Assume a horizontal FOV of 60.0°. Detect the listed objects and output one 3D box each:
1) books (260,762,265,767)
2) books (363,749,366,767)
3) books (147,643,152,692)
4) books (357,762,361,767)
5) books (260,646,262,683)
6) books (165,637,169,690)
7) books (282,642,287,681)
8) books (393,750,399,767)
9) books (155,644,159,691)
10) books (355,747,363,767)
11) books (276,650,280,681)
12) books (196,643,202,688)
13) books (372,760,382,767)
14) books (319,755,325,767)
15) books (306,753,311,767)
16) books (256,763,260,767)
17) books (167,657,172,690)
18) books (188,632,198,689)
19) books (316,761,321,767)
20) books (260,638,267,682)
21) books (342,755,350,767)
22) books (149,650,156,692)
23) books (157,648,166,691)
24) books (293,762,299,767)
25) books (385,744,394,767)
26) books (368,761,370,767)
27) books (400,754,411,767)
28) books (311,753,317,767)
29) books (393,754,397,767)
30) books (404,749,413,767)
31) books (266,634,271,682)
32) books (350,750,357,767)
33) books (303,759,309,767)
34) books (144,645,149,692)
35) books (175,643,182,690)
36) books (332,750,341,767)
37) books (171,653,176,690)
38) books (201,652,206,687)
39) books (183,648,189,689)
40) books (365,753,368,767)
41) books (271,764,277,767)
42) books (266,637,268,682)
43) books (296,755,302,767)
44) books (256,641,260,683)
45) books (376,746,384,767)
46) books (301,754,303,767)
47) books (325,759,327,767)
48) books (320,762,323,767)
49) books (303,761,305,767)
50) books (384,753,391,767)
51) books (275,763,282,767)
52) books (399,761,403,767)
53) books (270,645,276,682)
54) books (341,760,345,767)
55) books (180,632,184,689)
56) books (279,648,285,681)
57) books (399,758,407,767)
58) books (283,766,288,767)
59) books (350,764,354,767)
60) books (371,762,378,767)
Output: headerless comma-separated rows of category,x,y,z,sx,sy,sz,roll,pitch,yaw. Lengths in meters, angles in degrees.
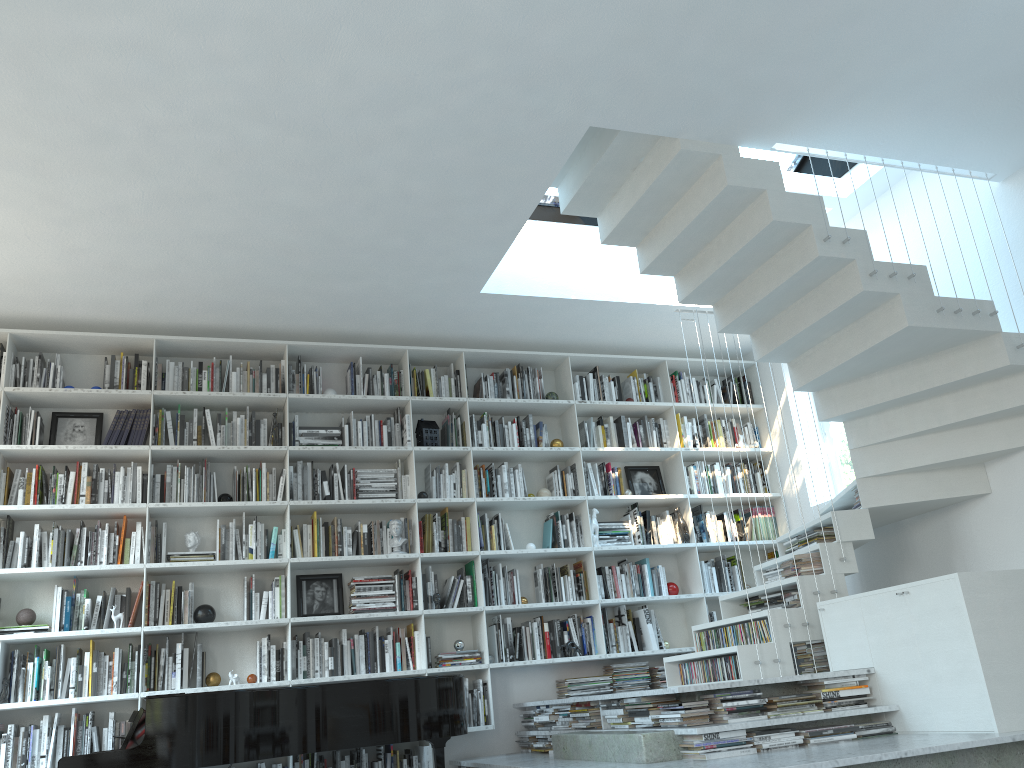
books,-1.469,2.399,5.282,0.073,0.274,0.181,1,-21,-20
books,-0.924,2.406,5.470,0.014,0.287,0.185,1,-21,-20
books,-2.166,1.700,5.296,0.013,0.282,0.147,1,-21,-20
books,-0.953,2.443,5.453,0.022,0.212,0.167,1,-21,-20
books,-1.568,1.750,5.514,0.015,0.224,0.148,1,-21,-20
books,-2.074,1.688,5.330,0.014,0.312,0.166,1,-21,-20
books,-1.432,1.753,5.582,0.019,0.241,0.108,1,-21,-20
books,-0.724,2.426,5.537,0.011,0.257,0.172,1,-21,-20
books,-2.121,1.703,5.299,0.012,0.271,0.182,1,-21,-20
books,-0.939,2.383,5.471,0.014,0.334,0.183,1,-21,-20
books,-1.471,1.769,5.546,0.031,0.194,0.142,1,-21,-20
books,-1.897,1.716,5.380,0.027,0.260,0.164,1,-21,-20
books,-0.830,2.444,5.486,0.029,0.209,0.171,1,-21,-20
books,-1.157,2.412,5.406,0.012,0.275,0.155,1,-21,-20
books,-1.231,2.377,5.378,0.012,0.336,0.144,1,-21,-20
books,-1.505,2.394,5.256,0.012,0.273,0.181,1,-21,-20
books,-2.052,1.745,5.321,0.024,0.195,0.157,1,-21,-20
books,-1.937,1.684,5.380,0.050,0.327,0.167,1,-21,-20
books,-1.183,2.425,5.390,0.022,0.246,0.144,1,-21,-20
books,-1.544,1.724,5.512,0.027,0.268,0.159,1,-21,-20
books,-1.018,2.423,5.449,0.028,0.260,0.133,1,-21,-20
books,-2.142,1.720,5.293,0.030,0.238,0.157,1,-21,-20
books,-2.098,1.718,5.311,0.042,0.247,0.163,1,-21,-20
books,-1.300,2.410,5.329,0.026,0.255,0.184,1,-21,-20
books,-0.762,2.395,5.525,0.013,0.316,0.187,1,-21,-20
books,-0.881,2.452,5.496,0.040,0.211,0.129,1,-21,-20
books,-0.665,2.447,5.564,0.028,0.227,0.162,1,-21,-20
books,-1.209,2.391,5.382,0.034,0.310,0.170,1,-21,-20
books,-0.746,2.440,5.540,0.028,0.238,0.140,1,-21,-20
books,-0.644,2.431,5.568,0.013,0.255,0.177,1,-21,-20
books,-1.520,1.718,5.535,0.014,0.289,0.132,1,-21,-20
books,-0.972,2.407,5.455,0.013,0.284,0.185,1,-21,-20
books,-1.248,2.415,5.369,0.025,0.262,0.145,1,-21,-20
books,-2.181,1.707,5.299,0.013,0.274,0.147,1,-21,-20
books,-2.009,1.709,5.342,0.027,0.268,0.186,1,-21,-20
books,-1.073,2.405,5.433,0.026,0.293,0.155,1,-21,-20
books,-2.030,1.735,5.328,0.021,0.214,0.172,1,-21,-20
books,-1.876,1.745,5.394,0.023,0.211,0.160,1,-21,-20
books,-1.975,1.730,5.367,0.029,0.240,0.136,1,-21,-20
books,-0.911,2.424,5.485,0.024,0.261,0.132,1,-21,-20
books,-1.426,2.413,5.308,0.025,0.258,0.133,1,-21,-20
books,-1.532,1.726,5.532,0.010,0.276,0.156,1,-21,-20
books,-1.284,2.390,5.343,0.014,0.299,0.185,1,-21,-20
books,-1.579,1.734,5.507,0.012,0.253,0.161,1,-21,-20
books,-0.815,2.407,5.508,0.011,0.291,0.184,1,-21,-20
books,-1.278,2.377,5.369,0.014,0.339,0.140,1,-21,-20
books,-1.145,2.423,5.406,0.012,0.254,0.151,1,-21,-20
books,-1.165,2.428,5.392,0.012,0.238,0.129,1,-21,-20
books,-1.267,2.420,5.371,0.010,0.258,0.131,1,-21,-20
books,-0.784,2.423,5.501,0.044,0.250,0.187,1,-21,-20
books,-1.393,2.402,5.288,0.024,0.259,0.190,1,-21,-20
books,-0.707,2.462,5.541,0.024,0.190,0.155,1,-21,-20
books,-1.494,1.749,5.523,0.029,0.220,0.153,1,-21,-20
books,-1.044,2.434,5.436,0.030,0.234,0.138,1,-21,-20
books,-2.002,1.686,5.383,0.013,0.337,0.138,1,-21,-20
books,-1.441,1.762,5.545,0.024,0.200,0.159,1,-21,-20
books,-0.683,2.452,5.542,0.022,0.204,0.192,1,-21,-20
books,-1.360,2.427,5.332,0.021,0.236,0.116,1,-21,-20
books,-0.990,2.450,5.447,0.024,0.202,0.145,1,-21,-20
books,-0.847,2.444,5.475,0.010,0.205,0.180,1,-21,-20
